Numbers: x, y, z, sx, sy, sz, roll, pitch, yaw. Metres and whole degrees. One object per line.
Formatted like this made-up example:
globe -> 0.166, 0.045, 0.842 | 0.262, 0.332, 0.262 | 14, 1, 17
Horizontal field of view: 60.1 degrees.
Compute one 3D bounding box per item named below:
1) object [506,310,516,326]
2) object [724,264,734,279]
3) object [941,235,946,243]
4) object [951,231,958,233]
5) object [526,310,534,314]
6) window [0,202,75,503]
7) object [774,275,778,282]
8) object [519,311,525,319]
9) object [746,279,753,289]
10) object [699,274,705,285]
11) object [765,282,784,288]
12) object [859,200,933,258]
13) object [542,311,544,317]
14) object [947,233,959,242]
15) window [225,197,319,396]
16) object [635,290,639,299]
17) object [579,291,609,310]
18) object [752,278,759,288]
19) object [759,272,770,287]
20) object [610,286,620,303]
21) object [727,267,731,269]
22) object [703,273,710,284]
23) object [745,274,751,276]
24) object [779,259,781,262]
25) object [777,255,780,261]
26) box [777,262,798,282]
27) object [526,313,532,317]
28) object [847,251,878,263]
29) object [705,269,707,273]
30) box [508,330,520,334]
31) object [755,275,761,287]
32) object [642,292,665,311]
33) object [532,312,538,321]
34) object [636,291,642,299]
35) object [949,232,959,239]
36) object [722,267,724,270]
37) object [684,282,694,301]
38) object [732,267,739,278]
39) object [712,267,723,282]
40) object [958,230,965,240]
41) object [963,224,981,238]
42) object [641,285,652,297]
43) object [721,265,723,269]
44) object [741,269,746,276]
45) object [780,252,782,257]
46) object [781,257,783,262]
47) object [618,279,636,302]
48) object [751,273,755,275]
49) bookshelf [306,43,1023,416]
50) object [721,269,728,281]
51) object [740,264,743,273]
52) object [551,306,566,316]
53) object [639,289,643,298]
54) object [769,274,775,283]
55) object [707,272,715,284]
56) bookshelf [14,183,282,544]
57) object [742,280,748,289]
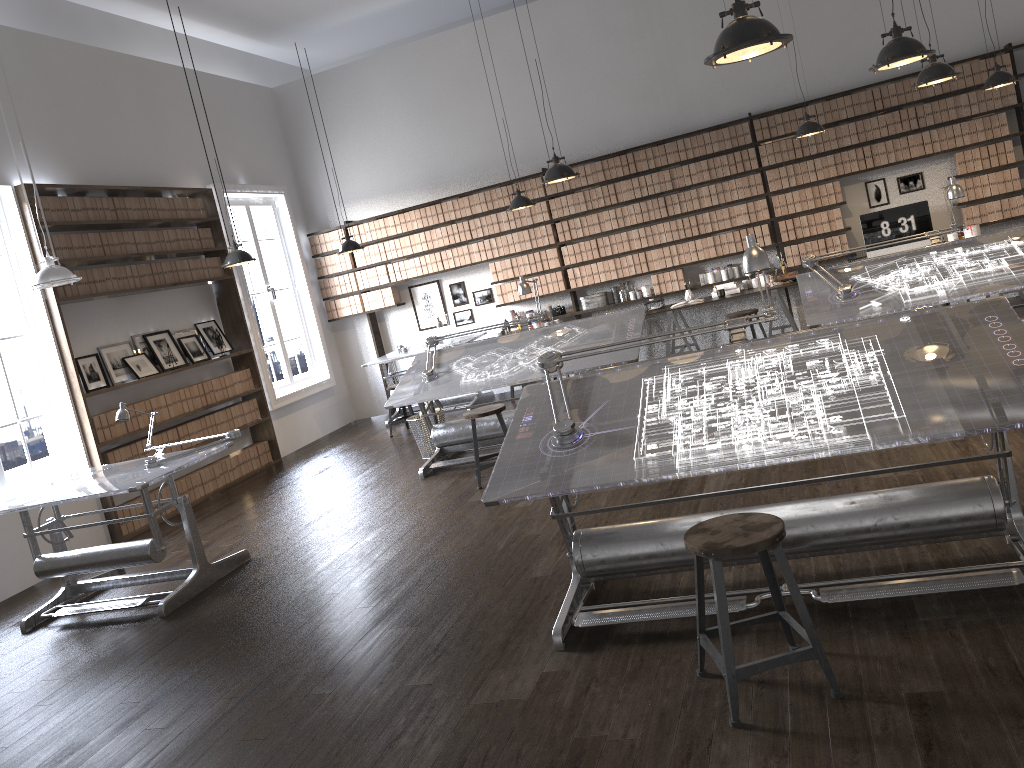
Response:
object -> -0.002, -0.778, 10.447 | 0.106, 0.176, 0.108 | -11, 6, 20
object -> 2.388, -1.230, 9.745 | 0.094, 0.161, 0.207 | -11, 7, 20
object -> 4.312, -1.422, 8.899 | 0.096, 0.142, 0.092 | -13, 5, -2
object -> 4.468, -1.461, 8.891 | 0.094, 0.144, 0.095 | -9, 7, 35
object -> 0.222, -0.808, 10.496 | 0.095, 0.127, 0.094 | -18, 7, -41
window -> -4.046, -0.229, 6.515 | 0.153, 2.487, 1.494 | -12, 5, 19
object -> 2.776, -1.100, 9.356 | 0.060, 0.088, 0.060 | -11, 6, 23
object -> 0.119, -0.793, 10.487 | 0.070, 0.130, 0.070 | -17, 6, -33
object -> 2.544, -1.067, 9.465 | 0.063, 0.093, 0.062 | -16, 6, -31
object -> 2.115, -1.160, 9.824 | 0.062, 0.119, 0.061 | -16, 6, -31
object -> 2.712, -1.039, 9.157 | 0.197, 0.050, 0.132 | -15, 7, -11
object -> 3.888, -1.524, 8.934 | 0.641, 0.516, 0.206 | -11, 5, 18
object -> 0.340, -0.807, 10.381 | 0.062, 0.094, 0.062 | -13, 5, 4
object -> 4.350, -1.411, 8.723 | 0.094, 0.144, 0.095 | -8, 8, 44
window -> -2.810, -1.023, 10.235 | 0.153, 2.300, 1.254 | -12, 5, 19
object -> 1.427, -1.021, 10.075 | 0.063, 0.093, 0.063 | -15, 6, -19
object -> 0.952, -0.956, 10.201 | 0.316, 0.152, 0.194 | -11, 7, 18
object -> 2.583, -1.069, 9.407 | 0.062, 0.094, 0.062 | -15, 6, -22
object -> 2.677, -1.104, 9.359 | 0.104, 0.141, 0.105 | -11, 6, 26
object -> 1.192, -1.026, 10.210 | 0.079, 0.187, 0.079 | -13, 5, -3
object -> 2.399, -1.214, 9.729 | 0.044, 0.127, 0.045 | -10, 6, 36
object -> 2.145, -1.159, 9.764 | 0.063, 0.117, 0.062 | -16, 6, -31
object -> 2.550, -1.219, 9.581 | 0.062, 0.095, 0.061 | -18, 7, -40
object -> 2.835, -1.250, 9.303 | 0.006, 0.181, 0.053 | -16, 5, -29
object -> 2.821, -1.257, 9.292 | 0.055, 0.213, 0.007 | -11, 5, 25
box -> 2.881, -1.180, 9.271 | 0.211, 0.206, 0.138 | -11, 6, 18
object -> 0.206, -0.777, 10.387 | 0.062, 0.094, 0.062 | -13, 5, 4
object -> 3.611, -1.301, 9.116 | 0.283, 0.160, 0.205 | -12, 6, 10
object -> 2.177, -1.200, 9.826 | 0.040, 0.168, 0.009 | -11, 5, 22
box -> 0.075, -0.584, 10.210 | 0.211, 0.083, 0.139 | -11, 7, 18
object -> 2.664, -1.110, 9.475 | 0.094, 0.127, 0.094 | -12, 6, 14
object -> 1.557, -0.898, 9.701 | 0.203, 0.160, 0.286 | -11, 7, 18
object -> 0.275, -0.791, 10.379 | 0.062, 0.093, 0.063 | -13, 5, 4
object -> 1.463, -1.022, 10.046 | 0.061, 0.093, 0.182 | -10, 8, 32
object -> 4.405, -1.435, 8.813 | 0.096, 0.142, 0.096 | -9, 7, 35
object -> 2.333, -1.225, 9.729 | 0.005, 0.148, 0.036 | -9, 6, 41
object -> 1.932, -1.010, 9.702 | 0.102, 0.208, 0.101 | -16, 6, -27
object -> 2.449, -1.221, 9.694 | 0.062, 0.119, 0.062 | -14, 5, -13
object -> 2.264, -1.205, 9.774 | 0.094, 0.161, 0.094 | -12, 5, 14
object -> 4.442, -1.434, 8.733 | 0.068, 0.154, 0.069 | -14, 5, -5
object -> 4.495, -1.454, 8.642 | 0.144, 0.195, 0.145 | -14, 6, -9
object -> 1.515, -1.043, 9.986 | 0.094, 0.127, 0.095 | -11, 6, 25
object -> 2.324, -1.222, 9.726 | 0.004, 0.168, 0.030 | -9, 6, 40
object -> 2.534, -1.216, 9.667 | 0.054, 0.081, 0.054 | -12, 5, 9
object -> 2.841, -1.271, 9.299 | 0.020, 0.227, 0.007 | -17, 6, -40
object -> 2.839, -1.243, 9.278 | 0.005, 0.179, 0.022 | -10, 6, 37
object -> 1.291, -1.082, 10.089 | 0.181, 0.271, 0.157 | -13, 5, 2
object -> 2.602, -1.236, 9.619 | 0.063, 0.094, 0.063 | -18, 7, -40
bookshelf -> 2.128, -1.198, 9.875 | 9.148, 3.195, 0.376 | -11, 5, 18
object -> 2.320, -1.187, 9.664 | 0.062, 0.119, 0.062 | -14, 5, -13
object -> 2.567, -1.258, 9.741 | 0.094, 0.129, 0.095 | -13, 6, 6
object -> 0.538, -0.851, 10.301 | 0.170, 0.108, 0.091 | -11, 6, 18
object -> 1.471, -1.027, 10.038 | 0.044, 0.100, 0.044 | -11, 5, 21
object -> 2.731, -1.095, 9.302 | 0.049, 0.111, 0.049 | -11, 5, 22
object -> 2.184, -1.160, 9.706 | 0.062, 0.119, 0.062 | -15, 6, -22
bookshelf -> -3.297, 0.002, 8.415 | 0.411, 3.708, 2.492 | -12, 6, 18
object -> 2.514, -1.069, 9.525 | 0.062, 0.094, 0.061 | -16, 6, -31
